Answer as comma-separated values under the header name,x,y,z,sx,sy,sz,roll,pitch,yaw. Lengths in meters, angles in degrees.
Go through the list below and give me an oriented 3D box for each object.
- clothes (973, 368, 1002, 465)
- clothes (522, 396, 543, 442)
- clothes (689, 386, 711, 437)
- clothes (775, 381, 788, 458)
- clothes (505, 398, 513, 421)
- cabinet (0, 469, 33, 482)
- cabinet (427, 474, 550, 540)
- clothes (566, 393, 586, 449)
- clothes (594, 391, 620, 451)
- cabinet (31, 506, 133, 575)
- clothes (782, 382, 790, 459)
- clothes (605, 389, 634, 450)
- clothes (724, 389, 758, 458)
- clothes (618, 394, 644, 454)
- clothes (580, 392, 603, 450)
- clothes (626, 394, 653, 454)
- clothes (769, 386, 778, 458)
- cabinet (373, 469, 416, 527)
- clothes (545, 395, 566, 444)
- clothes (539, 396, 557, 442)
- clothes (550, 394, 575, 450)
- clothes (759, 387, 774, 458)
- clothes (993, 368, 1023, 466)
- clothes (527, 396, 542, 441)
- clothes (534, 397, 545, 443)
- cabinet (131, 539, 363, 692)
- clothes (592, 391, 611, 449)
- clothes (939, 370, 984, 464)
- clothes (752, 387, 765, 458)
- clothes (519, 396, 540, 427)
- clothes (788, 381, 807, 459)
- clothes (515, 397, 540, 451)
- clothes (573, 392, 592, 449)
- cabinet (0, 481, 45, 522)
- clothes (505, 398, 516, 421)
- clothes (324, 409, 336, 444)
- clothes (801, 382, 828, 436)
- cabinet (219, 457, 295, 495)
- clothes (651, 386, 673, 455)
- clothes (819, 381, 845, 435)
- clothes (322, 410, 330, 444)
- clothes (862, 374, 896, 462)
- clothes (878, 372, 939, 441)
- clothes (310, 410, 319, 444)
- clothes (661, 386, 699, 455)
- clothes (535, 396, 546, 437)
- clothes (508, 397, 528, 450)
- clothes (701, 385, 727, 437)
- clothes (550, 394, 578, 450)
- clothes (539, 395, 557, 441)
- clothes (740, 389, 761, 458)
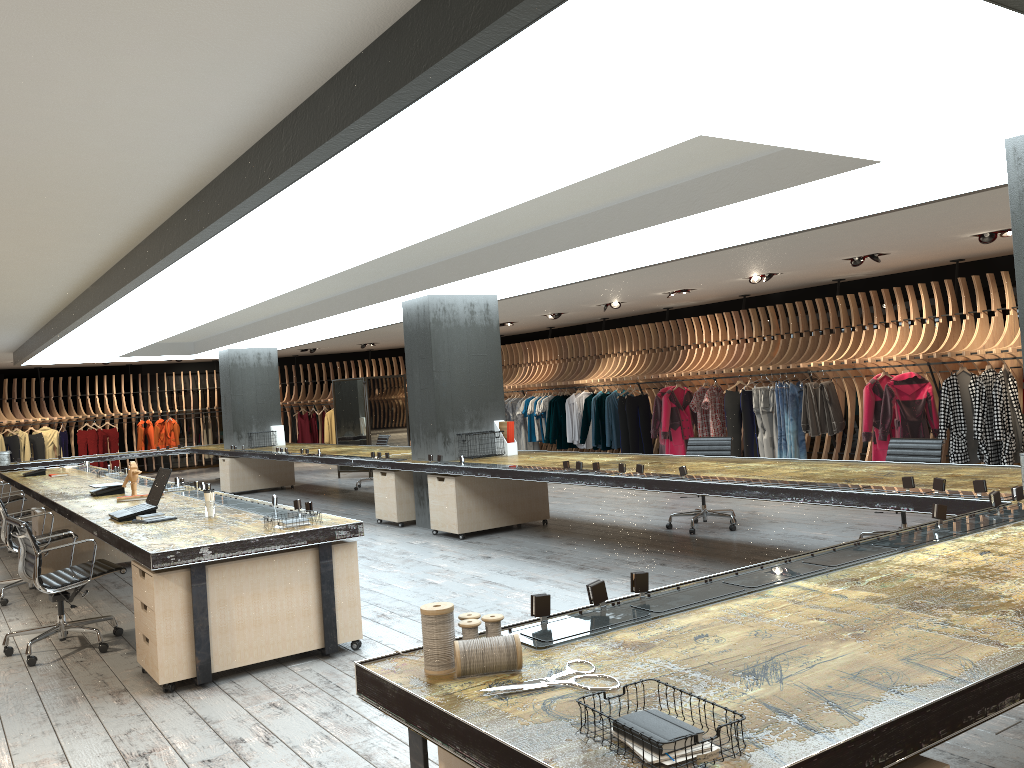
name,x,y,z,sx,sy,sz,roll,pitch,yaw
clothes,5.727,0.394,10.592,0.773,1.161,0.191,-3,-2,-33
clothes,0.533,0.730,18.288,0.738,0.971,0.167,-3,-1,-25
clothes,3.184,0.542,14.390,0.761,1.021,0.187,-3,-2,-33
clothes,4.016,0.727,13.140,0.277,1.543,0.316,-3,-2,-35
clothes,0.113,1.014,19.029,0.677,1.435,0.203,-3,-1,-19
cabinet,-8.934,1.866,16.059,0.594,0.630,1.131,-3,-1,-34
cabinet,-0.235,1.221,9.355,1.132,0.630,0.593,-3,-1,-34
clothes,1.371,0.700,17.183,0.733,1.107,0.165,-3,-2,-29
clothes,1.843,0.680,16.441,0.914,1.082,0.237,-3,-2,-34
cabinet,-4.008,1.472,8.654,1.132,0.630,0.593,-3,-1,-34
clothes,4.121,0.606,13.041,0.316,1.292,0.277,-4,-1,20
clothes,2.020,0.638,16.184,0.715,1.088,0.256,-3,-2,-28
clothes,3.600,0.746,13.780,0.539,1.353,0.087,-4,-1,6
clothes,2.185,0.859,15.938,0.539,1.353,0.087,-4,-1,-9
clothes,1.640,0.697,16.732,0.914,1.082,0.237,-3,-1,-29
clothes,2.275,0.852,15.768,0.539,1.353,0.087,-3,-2,-29
clothes,3.958,0.604,13.282,0.170,1.143,0.273,-4,-1,14
cabinet,-0.983,1.281,10.479,1.132,0.630,0.593,-3,-1,-34
clothes,1.004,0.751,17.689,0.914,1.082,0.237,-3,-2,-34
clothes,0.797,0.708,17.968,0.167,0.950,0.743,-5,-2,40
clothes,1.078,0.745,17.591,0.914,1.082,0.237,-3,-2,-34
clothes,3.852,0.609,13.340,0.278,1.141,0.172,-3,-2,-27
clothes,5.840,0.385,10.398,0.773,1.161,0.191,-3,-2,-43
clothes,0.658,0.706,18.200,0.744,0.931,0.158,-3,-2,-30
clothes,0.714,0.716,18.176,0.743,0.961,0.167,-3,-2,-40
cabinet,-1.518,1.275,5.109,1.132,0.630,0.593,-3,-1,-34
clothes,1.777,0.658,16.548,0.715,1.088,0.256,-3,-2,-38
clothes,5.555,0.408,10.827,0.773,1.161,0.191,-4,-1,-13
clothes,3.804,0.615,13.436,0.273,1.143,0.170,-4,-1,-1
clothes,0.525,0.716,18.401,0.743,0.931,0.158,-4,-1,-10
clothes,4.162,0.722,12.886,0.373,1.537,0.312,-3,-2,-22
clothes,0.342,0.996,18.682,0.203,1.435,0.677,-5,-2,41
clothes,1.429,0.695,16.994,0.733,1.107,0.165,-3,-2,-34
cabinet,-6.889,1.703,12.980,1.132,0.630,0.593,-3,-1,-34
clothes,0.191,1.008,18.913,0.677,1.435,0.203,-3,-2,-44
clothes,-4.394,1.151,22.408,0.777,1.053,0.151,-3,-2,-33
clothes,4.302,0.362,12.657,0.278,0.767,0.263,-3,-1,-26
cabinet,-4.433,1.555,15.445,1.132,0.630,0.593,-3,-1,-34
clothes,2.696,0.692,15.148,0.840,1.312,0.320,-3,-2,-35
clothes,4.499,0.341,12.581,0.336,0.776,0.254,-3,-1,-18
clothes,-4.695,1.214,22.464,0.126,1.129,0.444,-4,-1,18
clothes,4.983,0.513,11.707,0.840,1.312,0.321,-4,-1,-15
clothes,5.144,0.500,11.468,0.840,1.312,0.321,-4,-1,-5
clothes,-5.032,1.237,22.516,0.127,1.129,0.443,-3,-2,-42
clothes,2.855,0.679,14.907,0.840,1.312,0.320,-3,-1,-25
clothes,0.790,0.692,18.057,0.742,0.939,0.161,-3,-2,-39
clothes,0.268,1.002,18.795,0.677,1.435,0.203,-3,-1,-19
clothes,3.294,0.530,14.197,0.179,1.030,0.760,-5,-2,42
clothes,1.120,0.741,17.515,0.914,1.082,0.237,-3,-1,-29
clothes,0.887,0.685,17.805,0.735,0.938,0.164,-3,-2,-30
clothes,3.727,0.736,13.621,0.539,1.353,0.087,-3,-2,-34
